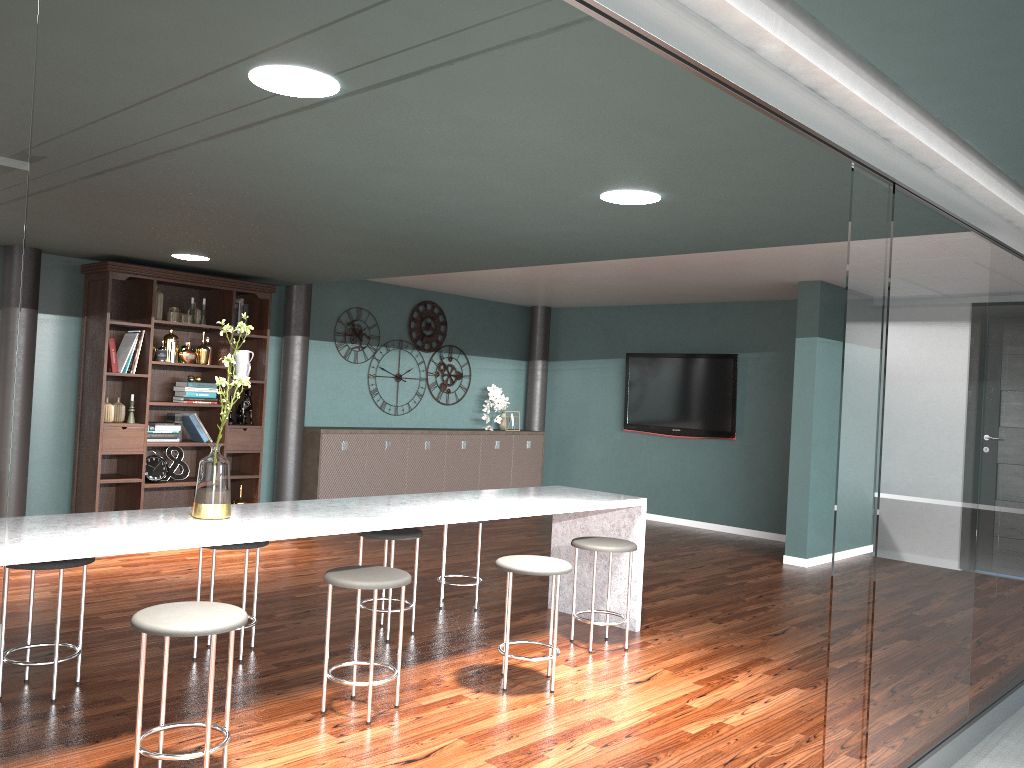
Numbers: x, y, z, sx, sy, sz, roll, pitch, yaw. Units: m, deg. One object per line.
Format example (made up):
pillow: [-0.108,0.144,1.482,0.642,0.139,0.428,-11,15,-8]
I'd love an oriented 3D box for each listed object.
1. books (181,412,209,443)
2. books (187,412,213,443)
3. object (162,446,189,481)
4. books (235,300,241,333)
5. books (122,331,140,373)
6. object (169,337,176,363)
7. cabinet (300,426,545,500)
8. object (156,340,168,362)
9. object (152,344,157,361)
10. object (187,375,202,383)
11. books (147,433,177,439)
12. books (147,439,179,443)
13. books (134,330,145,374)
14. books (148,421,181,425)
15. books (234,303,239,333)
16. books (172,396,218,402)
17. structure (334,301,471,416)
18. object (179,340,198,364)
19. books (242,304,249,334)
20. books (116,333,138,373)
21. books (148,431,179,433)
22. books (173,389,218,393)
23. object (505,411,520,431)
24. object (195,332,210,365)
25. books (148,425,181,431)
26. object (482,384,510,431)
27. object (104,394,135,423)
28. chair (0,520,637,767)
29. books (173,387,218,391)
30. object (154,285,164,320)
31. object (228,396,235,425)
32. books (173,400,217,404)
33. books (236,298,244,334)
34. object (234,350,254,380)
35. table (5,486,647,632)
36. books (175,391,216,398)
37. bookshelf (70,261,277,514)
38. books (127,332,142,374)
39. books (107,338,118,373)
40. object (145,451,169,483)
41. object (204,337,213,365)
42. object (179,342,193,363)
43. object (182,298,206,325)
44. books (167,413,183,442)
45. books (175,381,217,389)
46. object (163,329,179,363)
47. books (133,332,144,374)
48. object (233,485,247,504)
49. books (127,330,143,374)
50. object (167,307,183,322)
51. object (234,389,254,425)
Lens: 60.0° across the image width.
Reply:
books: [-2.473,0.336,6.880,0.194,0.227,0.176,2,-1,43]
books: [-2.450,0.336,6.905,0.205,0.228,0.166,2,-1,43]
object: [-2.607,0.609,6.843,0.051,0.268,0.233,2,-1,43]
books: [-2.238,-0.533,7.112,0.205,0.268,0.016,2,-1,43]
books: [-2.820,-0.235,6.499,0.197,0.316,0.090,2,-1,43]
object: [-2.541,-0.255,6.647,0.040,0.191,0.040,4,-1,-38]
cabinet: [-3.981,0.644,5.439,0.402,0.820,12.287,2,-1,43]
object: [-2.611,-0.245,6.616,0.079,0.161,0.080,3,-1,-21]
object: [-2.716,-0.256,6.638,0.105,0.172,0.105,3,-1,39]
object: [-2.471,-0.039,6.891,0.104,0.052,0.100,4,-1,-43]
books: [-2.677,0.383,6.659,0.194,0.042,0.248,2,-1,43]
books: [-2.678,0.419,6.661,0.184,0.027,0.286,2,-1,43]
books: [-2.786,-0.236,6.529,0.197,0.322,0.062,2,-1,43]
books: [-2.664,0.296,6.669,0.205,0.016,0.268,2,-1,43]
books: [-2.258,-0.524,7.090,0.194,0.248,0.042,2,-1,43]
books: [-2.467,0.118,6.910,0.184,0.027,0.286,2,-1,43]
structure: [-1.034,-0.270,8.834,0.017,1.178,1.791,2,-1,43]
object: [-2.458,-0.243,6.743,0.073,0.175,0.144,2,-1,45]
books: [-2.198,-0.519,7.155,0.194,0.248,0.042,2,-1,43]
books: [-2.841,-0.227,6.485,0.210,0.296,0.115,2,-1,43]
books: [-2.676,0.354,6.659,0.205,0.016,0.268,2,-1,43]
books: [-2.465,0.052,6.909,0.205,0.016,0.268,2,-1,43]
object: [0.006,0.399,9.561,0.174,0.207,0.042,4,-1,-28]
object: [-2.397,-0.278,6.876,0.108,0.256,0.108,3,-1,-13]
books: [-2.658,0.326,6.676,0.194,0.042,0.248,2,-1,43]
object: [-0.164,0.248,9.483,0.221,0.495,0.600,3,-1,17]
object: [-2.888,0.169,6.441,0.186,0.221,0.250,3,-1,41]
chair: [-1.115,0.929,3.269,1.479,0.512,4.029,2,-1,43]
books: [-2.462,0.037,6.903,0.205,0.016,0.268,2,-1,43]
object: [-2.677,-0.605,6.660,0.104,0.273,0.104,3,-1,-11]
object: [-2.249,0.209,7.089,0.077,0.228,0.077,3,-1,26]
books: [-2.470,0.140,6.908,0.205,0.016,0.268,2,-1,43]
books: [-2.221,-0.541,7.130,0.184,0.286,0.027,2,-1,43]
object: [-2.231,-0.166,7.180,0.268,0.262,0.137,3,-1,-7]
table: [-1.087,0.835,3.208,0.609,0.699,4.577,2,-1,43]
books: [-2.466,0.082,6.908,0.194,0.042,0.248,2,-1,43]
bookshelf: [-2.581,0.154,6.805,0.482,1.984,1.339,2,-1,43]
books: [-2.806,-0.231,6.514,0.210,0.309,0.063,2,-1,43]
books: [-2.916,-0.208,6.400,0.194,0.252,0.084,2,-1,43]
object: [-2.673,0.617,6.603,0.159,0.238,0.224,2,-1,43]
object: [-2.409,-0.260,7.001,0.092,0.222,0.092,3,-1,-13]
object: [-2.520,-0.241,6.856,0.099,0.169,0.099,3,-1,17]
object: [-2.477,-0.566,6.850,0.184,0.221,0.196,2,-1,43]
books: [-2.604,0.332,6.838,0.139,0.214,0.063,2,-1,43]
books: [-2.460,0.008,6.911,0.194,0.042,0.248,2,-1,43]
object: [-2.596,-0.288,6.741,0.114,0.251,0.114,3,-1,-21]
books: [-2.795,-0.230,6.524,0.210,0.309,0.063,2,-1,43]
object: [-2.192,0.947,7.152,0.108,0.256,0.108,3,-1,-13]
books: [-2.797,-0.237,6.518,0.197,0.322,0.062,2,-1,43]
object: [-2.568,-0.524,6.739,0.096,0.126,0.106,3,-1,4]
object: [-2.178,0.183,7.185,0.215,0.286,0.116,3,-1,39]
